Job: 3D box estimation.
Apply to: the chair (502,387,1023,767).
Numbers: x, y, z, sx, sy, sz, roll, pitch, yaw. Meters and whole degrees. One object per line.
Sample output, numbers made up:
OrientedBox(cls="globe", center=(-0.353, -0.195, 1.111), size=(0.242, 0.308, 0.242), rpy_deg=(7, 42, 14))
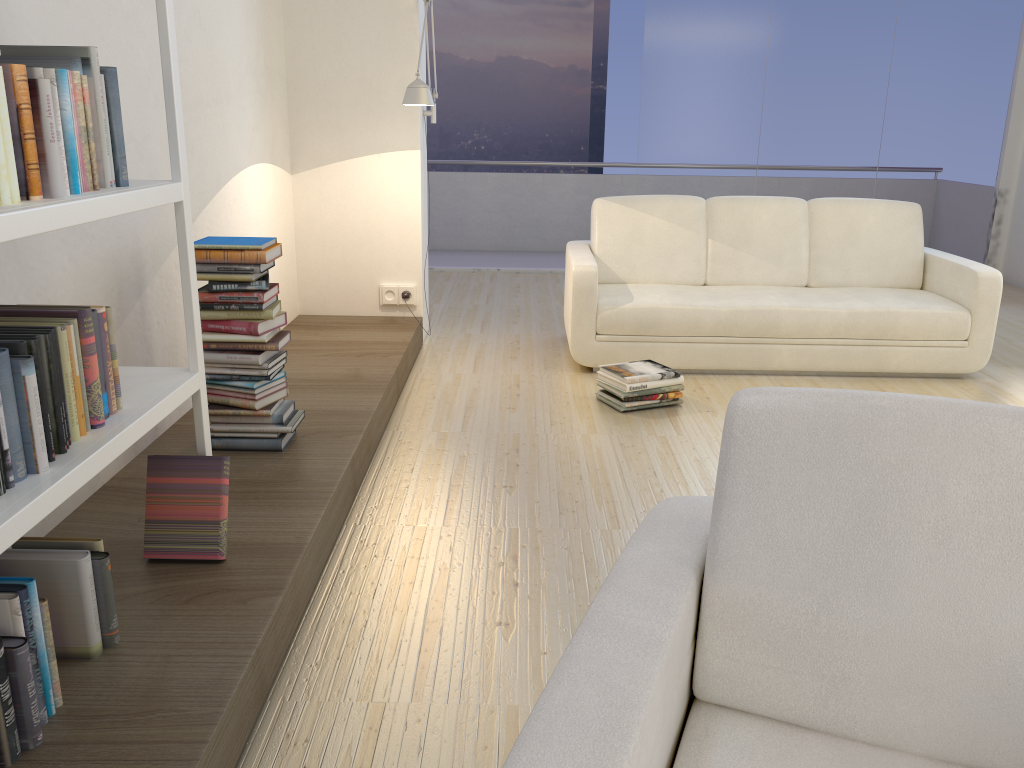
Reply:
OrientedBox(cls="chair", center=(0.538, 0.490, 1.170), size=(0.919, 0.828, 0.941), rpy_deg=(7, 17, 19))

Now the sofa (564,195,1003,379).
OrientedBox(cls="sofa", center=(1.384, -0.576, 4.890), size=(2.166, 0.862, 0.941), rpy_deg=(1, 16, 0))

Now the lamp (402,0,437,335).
OrientedBox(cls="lamp", center=(-0.495, -1.085, 4.630), size=(0.204, 1.841, 0.891), rpy_deg=(0, 16, -4))

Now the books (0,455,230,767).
OrientedBox(cls="books", center=(-0.918, 0.437, 1.787), size=(0.274, 0.281, 1.125), rpy_deg=(3, 17, 7))

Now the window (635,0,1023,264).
OrientedBox(cls="window", center=(2.540, -2.249, 7.224), size=(2.988, 2.706, 0.012), rpy_deg=(1, 16, 0))

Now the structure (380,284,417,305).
OrientedBox(cls="structure", center=(-0.646, -0.505, 5.033), size=(0.206, 0.114, 0.028), rpy_deg=(1, 16, 0))

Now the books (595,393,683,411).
OrientedBox(cls="books", center=(0.589, 0.068, 4.125), size=(0.328, 0.018, 0.247), rpy_deg=(-6, 18, -23))

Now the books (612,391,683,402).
OrientedBox(cls="books", center=(0.608, 0.029, 4.119), size=(0.287, 0.025, 0.247), rpy_deg=(-4, 17, -15))

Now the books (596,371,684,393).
OrientedBox(cls="books", center=(0.590, -0.028, 4.097), size=(0.319, 0.038, 0.247), rpy_deg=(-8, 19, -27))

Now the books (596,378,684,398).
OrientedBox(cls="books", center=(0.590, 0.003, 4.106), size=(0.328, 0.027, 0.247), rpy_deg=(-6, 18, -23))

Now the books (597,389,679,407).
OrientedBox(cls="books", center=(0.584, 0.051, 4.118), size=(0.287, 0.018, 0.247), rpy_deg=(-7, 18, -25))

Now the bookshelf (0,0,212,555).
OrientedBox(cls="bookshelf", center=(-1.017, -0.041, 1.426), size=(0.465, 1.396, 1.599), rpy_deg=(1, 16, 0))

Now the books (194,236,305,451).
OrientedBox(cls="books", center=(-0.898, -0.139, 3.001), size=(0.329, 0.694, 0.270), rpy_deg=(1, 16, 0))

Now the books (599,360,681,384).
OrientedBox(cls="books", center=(0.585, -0.057, 4.086), size=(0.287, 0.025, 0.247), rpy_deg=(-7, 18, -25))

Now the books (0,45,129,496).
OrientedBox(cls="books", center=(-0.926, -0.226, 1.561), size=(0.215, 0.743, 0.831), rpy_deg=(1, 16, 0))
